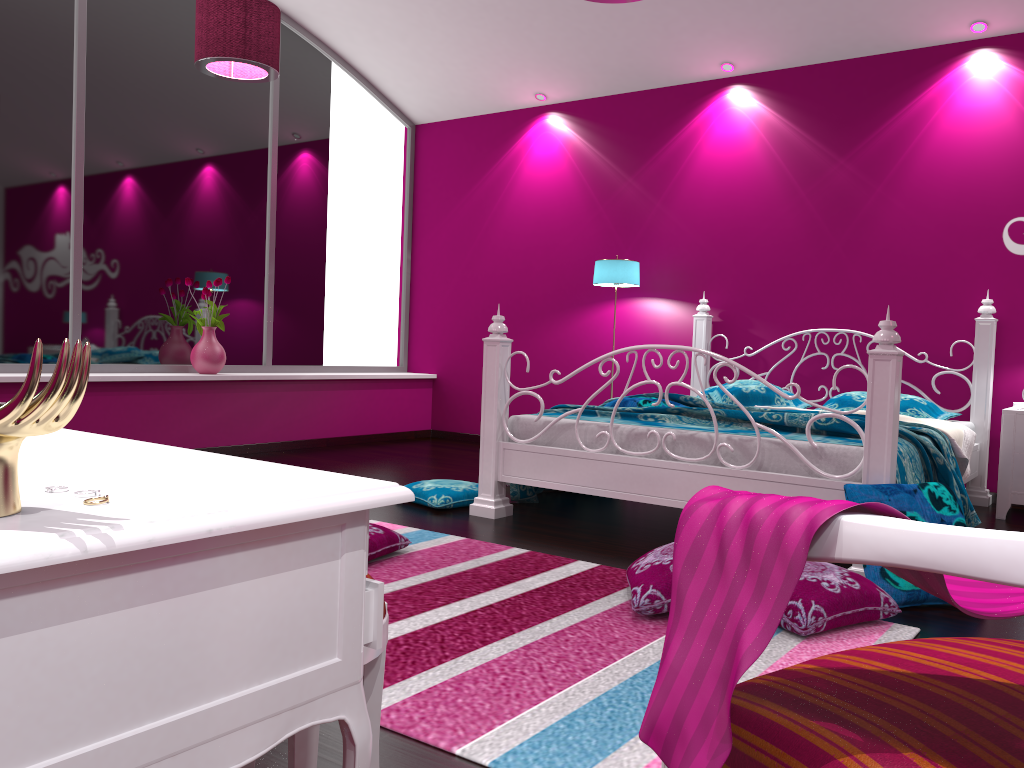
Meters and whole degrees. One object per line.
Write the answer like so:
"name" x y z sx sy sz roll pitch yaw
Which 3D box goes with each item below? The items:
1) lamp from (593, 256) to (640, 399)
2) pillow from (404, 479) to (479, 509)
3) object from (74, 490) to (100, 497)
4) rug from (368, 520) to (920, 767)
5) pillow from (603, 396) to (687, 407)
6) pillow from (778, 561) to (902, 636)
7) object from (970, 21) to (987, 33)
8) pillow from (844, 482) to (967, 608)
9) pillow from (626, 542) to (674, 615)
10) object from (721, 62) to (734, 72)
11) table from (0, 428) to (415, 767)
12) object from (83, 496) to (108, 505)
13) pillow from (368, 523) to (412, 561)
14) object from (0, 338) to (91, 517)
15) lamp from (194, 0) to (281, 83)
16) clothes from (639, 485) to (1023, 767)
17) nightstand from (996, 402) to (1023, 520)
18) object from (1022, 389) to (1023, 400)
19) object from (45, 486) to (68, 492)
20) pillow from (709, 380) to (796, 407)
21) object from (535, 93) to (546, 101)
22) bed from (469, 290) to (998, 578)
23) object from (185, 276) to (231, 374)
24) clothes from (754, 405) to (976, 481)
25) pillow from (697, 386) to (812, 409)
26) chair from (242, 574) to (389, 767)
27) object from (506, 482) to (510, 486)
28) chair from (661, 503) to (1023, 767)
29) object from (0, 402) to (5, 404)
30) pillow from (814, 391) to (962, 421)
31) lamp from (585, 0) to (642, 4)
"lamp" 0.652 -0.148 5.725 0.303 1.352 0.303 2 2 -9
"pillow" -0.301 0.514 4.188 0.401 0.101 0.417 0 3 -38
"object" -0.390 0.100 0.814 0.022 0.005 0.020 2 2 -13
"rug" -0.133 0.629 2.485 2.100 0.018 1.400 4 3 35
"pillow" 0.664 0.126 4.279 0.425 0.127 0.404 0 3 -44
"pillow" 0.835 0.590 2.547 0.429 0.142 0.400 1 3 -30
"object" 2.481 -1.905 4.710 0.080 0.058 0.085 4 3 35
"pillow" 1.264 0.498 2.782 0.402 0.357 0.264 2 2 -14
"pillow" 0.538 0.533 2.594 0.391 0.224 0.425 2 2 4
"object" 1.344 -1.982 5.523 0.080 0.058 0.085 4 3 35
"table" -0.603 0.382 1.028 0.856 0.592 0.526 4 3 35
"object" -0.365 0.102 0.777 0.020 0.006 0.020 4 3 42
"pillow" -0.611 0.527 3.015 0.419 0.107 0.401 3 3 21
"object" -0.446 0.032 0.709 0.248 0.145 0.085 3 3 23
"lamp" -1.260 -2.024 4.115 0.377 1.129 0.377 3 3 18
"clothes" 0.356 0.212 0.601 0.601 0.777 0.162 4 3 39
"nightstand" 2.776 0.364 4.238 0.742 0.616 0.455 4 3 35
"object" 2.624 0.056 4.457 0.106 0.140 0.033 4 3 38
"object" -0.427 0.098 0.831 0.020 0.005 0.021 0 3 -40
"pillow" 1.325 0.066 4.928 0.404 0.176 0.418 2 2 3
"object" 0.206 -2.060 6.335 0.080 0.058 0.085 4 3 35
"bed" 1.173 0.035 4.333 2.167 1.143 2.317 4 3 35
"object" -1.886 -0.368 5.522 0.264 0.614 0.242 2 2 3
"clothes" 1.676 0.312 4.351 1.036 0.376 0.553 4 3 30
"pillow" 1.373 0.078 5.167 0.717 0.141 0.401 4 3 31
"chair" -0.362 0.477 1.340 0.337 0.390 0.337 4 3 32
"object" 0.041 0.504 4.758 0.247 0.086 0.100 4 3 29
"chair" 0.469 0.280 0.716 0.528 0.901 0.511 1 3 -20
"object" -0.413 0.017 0.713 0.021 0.005 0.020 3 3 27
"pillow" 1.975 0.118 4.746 0.717 0.141 0.401 4 3 37
"lamp" 1.177 -1.858 2.373 2.377 1.129 0.377 4 3 35
